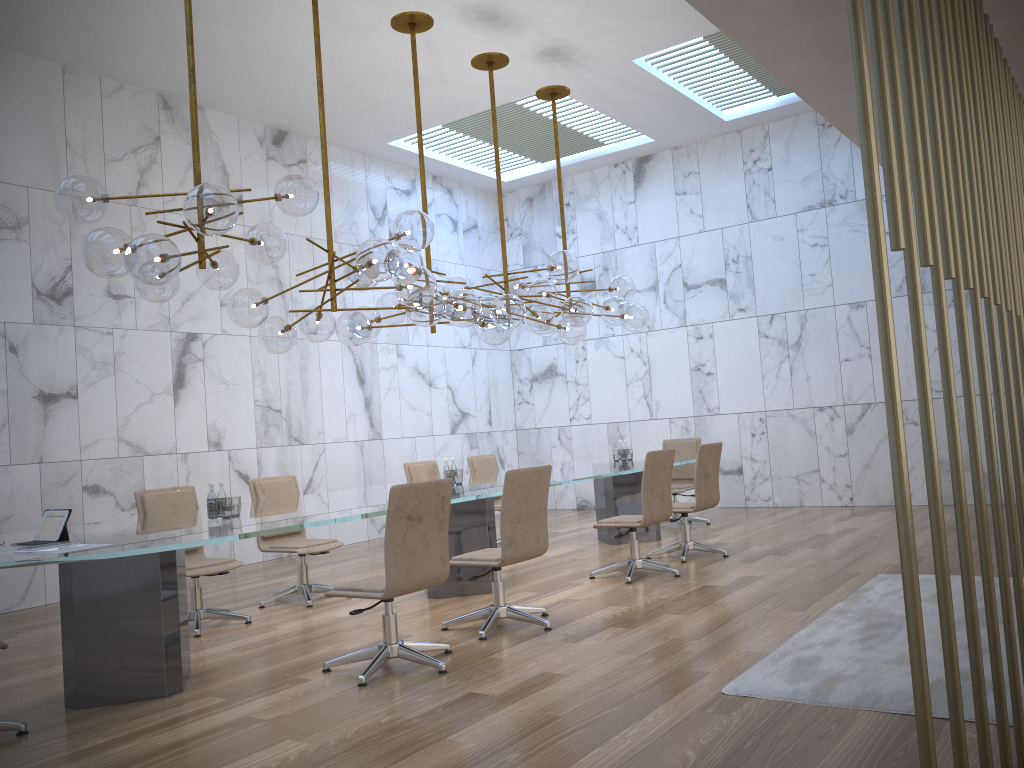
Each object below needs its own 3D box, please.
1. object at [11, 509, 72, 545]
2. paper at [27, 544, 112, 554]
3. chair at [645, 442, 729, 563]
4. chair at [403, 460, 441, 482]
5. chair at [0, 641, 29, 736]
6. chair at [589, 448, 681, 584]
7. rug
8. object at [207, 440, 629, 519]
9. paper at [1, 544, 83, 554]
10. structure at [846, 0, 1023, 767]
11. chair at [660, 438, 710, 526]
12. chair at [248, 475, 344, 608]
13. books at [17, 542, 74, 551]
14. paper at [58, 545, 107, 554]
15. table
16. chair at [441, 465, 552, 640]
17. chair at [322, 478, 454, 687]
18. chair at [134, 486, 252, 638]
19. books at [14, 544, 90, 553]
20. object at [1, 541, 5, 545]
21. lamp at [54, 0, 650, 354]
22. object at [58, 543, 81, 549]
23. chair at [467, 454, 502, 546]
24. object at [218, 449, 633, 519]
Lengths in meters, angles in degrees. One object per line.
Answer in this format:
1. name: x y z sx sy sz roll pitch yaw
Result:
1. object: -2.378 0.721 4.469 0.255 0.159 0.205 -6 -4 35
2. paper: -2.002 0.748 4.020 0.210 0.001 0.290 -6 -4 28
3. chair: 1.568 1.044 7.950 0.697 1.000 0.726 -6 -4 35
4. chair: -0.657 1.246 8.664 0.697 1.000 0.726 -6 -4 35
5. chair: -2.643 1.135 3.963 0.726 1.000 0.697 -6 -4 36
6. chair: 0.993 1.042 7.141 0.697 1.000 0.726 -6 -4 35
7. rug: 2.318 1.302 4.785 1.320 0.034 3.025 -6 -4 35
8. object: -0.301 0.699 7.343 0.124 0.213 5.189 -6 -4 35
9. paper: -2.197 0.769 4.145 0.210 0.001 0.290 -6 -4 34
10. structure: 2.654 0.029 4.264 0.023 2.456 7.223 -6 -4 35
11. chair: 1.904 1.151 10.356 0.726 1.000 0.697 -6 -4 36
12. chair: -1.725 1.242 7.159 0.697 1.000 0.726 -6 -4 35
13. books: -2.176 0.757 4.138 0.126 0.012 0.205 -6 -4 32
14. paper: -2.002 0.748 4.019 0.210 0.001 0.290 -6 -4 28
15. table: -0.437 1.219 7.044 2.092 0.835 7.924 -6 -4 35
16. chair: -0.078 1.038 5.632 0.697 1.000 0.726 -6 -4 35
17. chair: -0.656 1.036 4.817 0.697 1.000 0.726 -6 -4 35
18. chair: -2.297 1.240 6.353 0.697 1.000 0.726 -6 -4 35
19. books: -2.111 0.754 4.074 0.239 0.012 0.205 -6 -3 23
20. object: -2.662 0.805 4.507 0.134 0.037 0.096 -5 -3 14
21. lamp: -0.714 -1.582 7.102 1.557 2.716 5.672 -6 -4 35
22. object: -2.021 0.741 4.057 0.011 0.011 0.158 -5 -3 10
23. chair: -0.078 1.248 9.480 0.697 1.000 0.726 -6 -4 35
24. object: -0.266 0.742 7.302 0.183 0.117 5.112 -6 -4 35
